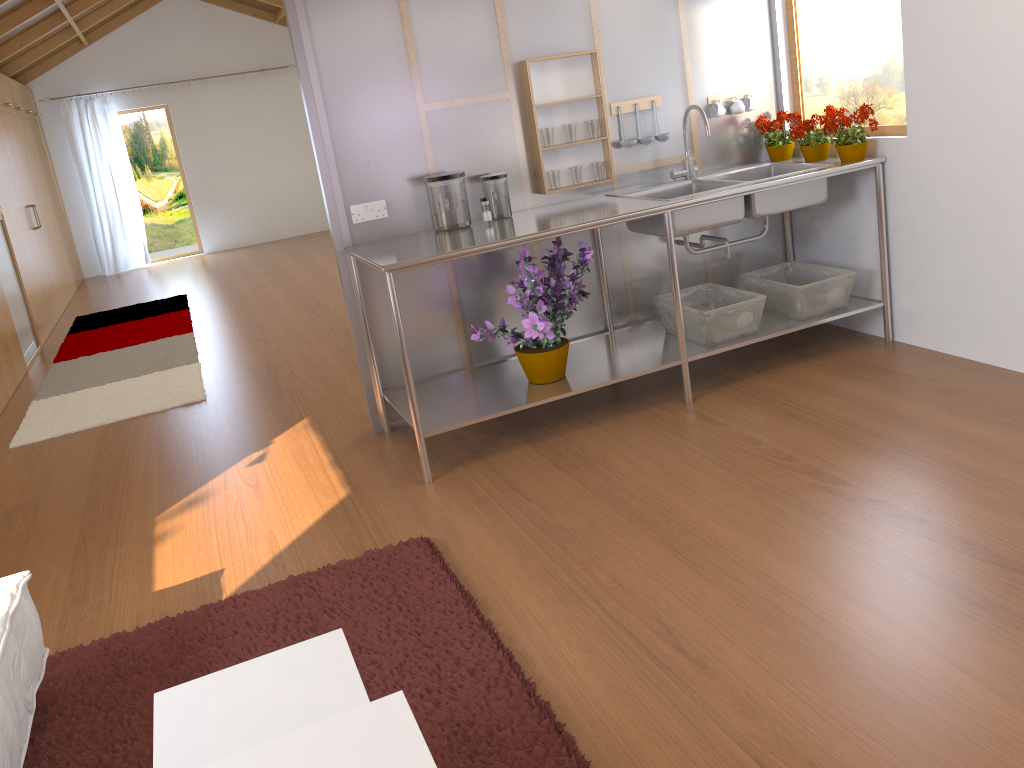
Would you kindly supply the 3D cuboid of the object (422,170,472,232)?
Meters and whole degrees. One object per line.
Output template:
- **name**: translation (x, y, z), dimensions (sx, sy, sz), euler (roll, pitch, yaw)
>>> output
- **object**: translation (-0.249, -0.716, 3.472), dimensions (0.172, 0.211, 0.175), euler (-11, 15, -5)

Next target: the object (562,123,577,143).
- **object**: translation (0.245, -1.046, 3.691), dimensions (0.061, 0.075, 0.062), euler (6, 21, 43)

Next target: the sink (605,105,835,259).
- **sink**: translation (0.844, -0.848, 3.695), dimensions (0.815, 0.629, 0.571), euler (-15, 17, -19)

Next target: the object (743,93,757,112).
- **object**: translation (1.080, -1.277, 4.008), dimensions (0.060, 0.079, 0.063), euler (-15, 16, -18)

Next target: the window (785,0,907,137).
- **window**: translation (1.407, -1.438, 3.703), dimensions (0.026, 0.780, 0.734), euler (-14, 16, -18)

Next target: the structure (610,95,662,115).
- **structure**: translation (0.541, -1.207, 3.823), dimensions (0.252, 0.050, 0.016), euler (-15, 15, -19)

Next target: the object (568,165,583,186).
- **object**: translation (0.272, -0.879, 3.732), dimensions (0.061, 0.075, 0.062), euler (6, 21, 43)

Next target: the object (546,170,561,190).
- **object**: translation (0.177, -0.853, 3.699), dimensions (0.061, 0.075, 0.062), euler (-11, 16, -7)

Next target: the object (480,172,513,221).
- **object**: translation (-0.061, -0.755, 3.563), dimensions (0.113, 0.174, 0.115), euler (-9, 15, 2)

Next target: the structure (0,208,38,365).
- **structure**: translation (-3.581, -0.666, 6.075), dimensions (0.317, 1.059, 0.735), euler (-14, 16, -18)

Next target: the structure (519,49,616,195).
- **structure**: translation (0.235, -1.091, 3.687), dimensions (0.330, 0.535, 0.077), euler (-15, 15, -19)

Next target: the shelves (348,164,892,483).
- **shelves**: translation (0.487, -0.346, 3.614), dimensions (2.105, 0.739, 0.640), euler (-15, 17, -19)

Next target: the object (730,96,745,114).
- **object**: translation (1.010, -1.255, 3.978), dimensions (0.059, 0.079, 0.063), euler (-12, 16, -11)

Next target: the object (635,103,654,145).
- **object**: translation (0.568, -1.119, 3.806), dimensions (0.074, 0.179, 0.076), euler (-6, 15, 12)

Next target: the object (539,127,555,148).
- **object**: translation (0.149, -1.020, 3.657), dimensions (0.061, 0.075, 0.062), euler (-11, 16, -7)

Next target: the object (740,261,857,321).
- **object**: translation (1.236, -0.405, 3.829), dimensions (0.300, 0.156, 0.420), euler (-15, 18, -18)

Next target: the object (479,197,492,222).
- **object**: translation (-0.101, -0.682, 3.453), dimensions (0.037, 0.091, 0.038), euler (-10, 14, -4)

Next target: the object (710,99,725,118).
- **object**: translation (0.921, -1.233, 3.952), dimensions (0.060, 0.079, 0.063), euler (-15, 16, -18)

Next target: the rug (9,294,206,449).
- **rug**: translation (-2.676, -0.246, 6.106), dimensions (0.922, 0.011, 3.772), euler (-15, 19, -18)

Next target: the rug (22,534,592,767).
- **rug**: translation (-0.674, 1.008, 1.223), dimensions (1.896, 0.020, 2.514), euler (-15, 19, -18)

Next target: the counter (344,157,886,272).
- **counter**: translation (0.426, -0.717, 3.521), dimensions (2.122, 0.021, 0.658), euler (-15, 19, -19)

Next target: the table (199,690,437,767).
- **table**: translation (-0.250, 0.757, 1.122), dimensions (0.427, 0.376, 0.465), euler (-15, 17, -18)

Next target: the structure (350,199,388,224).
- **structure**: translation (-0.561, -0.679, 3.480), dimensions (0.143, 0.070, 0.011), euler (-15, 15, -19)

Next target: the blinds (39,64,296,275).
- **blinds**: translation (-3.740, -2.540, 10.430), dimensions (2.865, 2.000, 0.236), euler (-15, 15, -20)

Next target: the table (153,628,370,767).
- **table**: translation (-0.390, 0.697, 1.498), dimensions (0.344, 0.303, 0.374), euler (-15, 17, -18)

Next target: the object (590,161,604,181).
- **object**: translation (0.367, -0.905, 3.766), dimensions (0.061, 0.075, 0.062), euler (6, 21, 43)

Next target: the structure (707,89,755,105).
- **structure**: translation (0.998, -1.293, 3.978), dimensions (0.252, 0.032, 0.042), euler (-15, 17, -19)

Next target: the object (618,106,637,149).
- **object**: translation (0.489, -1.098, 3.778), dimensions (0.074, 0.179, 0.076), euler (-6, 15, 12)

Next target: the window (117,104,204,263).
- **window**: translation (-4.294, -2.328, 10.426), dimensions (0.879, 1.754, 0.026), euler (-15, 15, -19)

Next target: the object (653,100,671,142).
- **object**: translation (0.646, -1.141, 3.834), dimensions (0.074, 0.179, 0.076), euler (-6, 15, 12)

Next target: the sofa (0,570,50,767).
- **sofa**: translation (-1.100, 0.855, 0.901), dimensions (0.867, 0.617, 2.387), euler (-15, 18, -18)

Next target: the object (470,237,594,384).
- **object**: translation (0.113, -0.276, 3.351), dimensions (0.530, 0.542, 0.355), euler (-18, 17, -27)

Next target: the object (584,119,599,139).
- **object**: translation (0.340, -1.072, 3.724), dimensions (0.061, 0.075, 0.062), euler (6, 21, 43)

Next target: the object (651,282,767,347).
- **object**: translation (0.819, -0.290, 3.681), dimensions (0.300, 0.156, 0.420), euler (-15, 18, -18)

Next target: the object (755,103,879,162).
- **object**: translation (1.289, -1.069, 3.786), dimensions (0.234, 0.230, 0.698), euler (-14, 18, -17)
